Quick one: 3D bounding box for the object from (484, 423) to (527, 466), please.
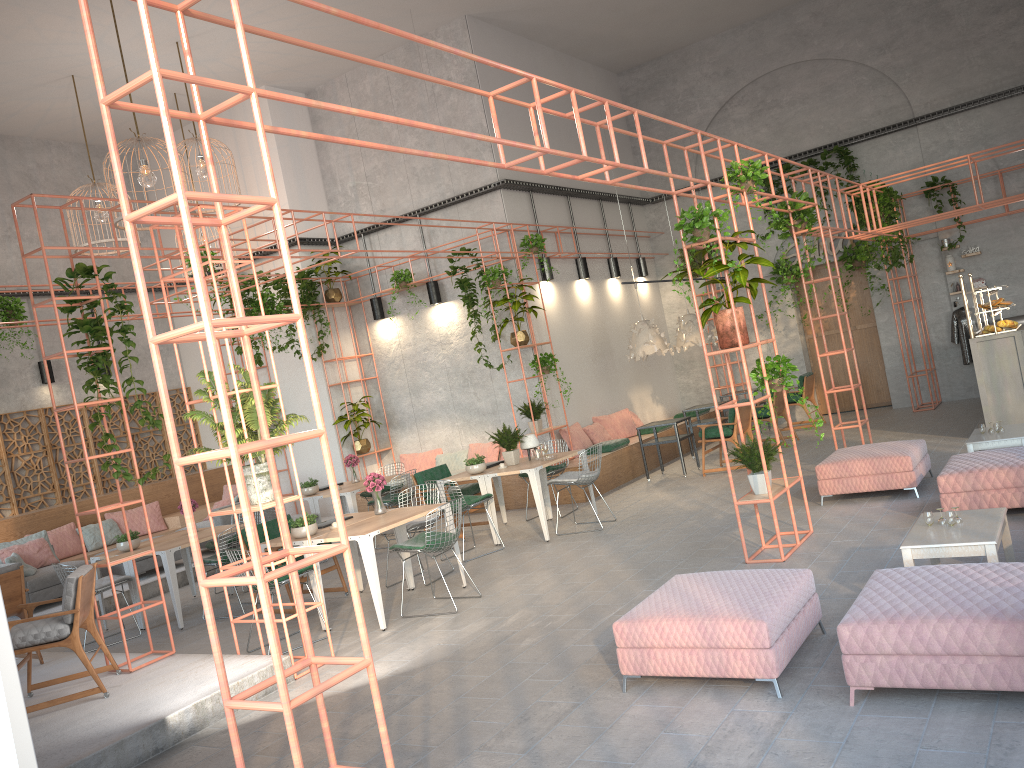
[{"bbox_3d":[-0.054,0.714,10.614,0.438,0.527,0.368,-11,1,33],"label":"object"}]

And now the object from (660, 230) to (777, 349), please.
[{"bbox_3d":[1.766,-0.775,7.333,0.924,0.946,0.923,-11,1,-1],"label":"object"}]

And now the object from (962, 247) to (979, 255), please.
[{"bbox_3d":[7.479,-2.178,14.471,0.263,0.101,0.013,-11,1,33],"label":"object"}]

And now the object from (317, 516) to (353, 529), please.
[{"bbox_3d":[-1.792,1.367,8.684,0.268,0.031,0.427,-11,1,33],"label":"object"}]

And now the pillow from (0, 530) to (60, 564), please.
[{"bbox_3d":[-6.444,2.249,11.668,0.276,0.474,0.839,-11,1,34],"label":"pillow"}]

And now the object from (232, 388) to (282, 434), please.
[{"bbox_3d":[-4.369,0.561,15.025,0.900,1.097,0.894,-12,1,-27],"label":"object"}]

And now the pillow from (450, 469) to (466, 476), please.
[{"bbox_3d":[-0.885,1.418,13.663,0.637,0.149,0.491,-11,1,34],"label":"pillow"}]

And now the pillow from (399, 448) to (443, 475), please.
[{"bbox_3d":[-1.493,1.340,14.551,0.839,0.474,0.276,-11,1,24],"label":"pillow"}]

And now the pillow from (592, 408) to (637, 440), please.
[{"bbox_3d":[1.724,0.692,14.627,0.839,0.474,0.276,-12,1,-36],"label":"pillow"}]

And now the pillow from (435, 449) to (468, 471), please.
[{"bbox_3d":[-0.969,1.288,14.180,0.666,0.385,0.289,-11,1,29],"label":"pillow"}]

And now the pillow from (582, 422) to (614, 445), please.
[{"bbox_3d":[1.372,0.816,14.107,0.289,0.385,0.666,-11,1,29],"label":"pillow"}]

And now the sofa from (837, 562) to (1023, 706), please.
[{"bbox_3d":[2.893,0.981,4.588,1.960,0.672,2.219,-11,1,34],"label":"sofa"}]

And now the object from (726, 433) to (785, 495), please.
[{"bbox_3d":[2.046,0.663,7.463,0.438,0.527,0.368,-11,1,33],"label":"object"}]

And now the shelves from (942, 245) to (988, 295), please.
[{"bbox_3d":[7.411,-1.898,14.531,0.560,0.790,0.186,-11,1,34],"label":"shelves"}]

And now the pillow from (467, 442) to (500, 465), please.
[{"bbox_3d":[-0.467,1.142,13.810,0.276,0.474,0.839,-12,1,-36],"label":"pillow"}]

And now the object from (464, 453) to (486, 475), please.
[{"bbox_3d":[-0.436,0.937,10.467,0.248,0.247,0.254,-11,1,33],"label":"object"}]

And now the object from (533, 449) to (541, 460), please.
[{"bbox_3d":[0.307,0.846,10.609,0.095,0.119,0.095,-12,1,-32],"label":"object"}]

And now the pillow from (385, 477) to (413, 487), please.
[{"bbox_3d":[-1.744,1.585,14.241,0.637,0.149,0.491,-11,1,34],"label":"pillow"}]

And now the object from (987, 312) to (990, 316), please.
[{"bbox_3d":[7.771,-1.159,14.489,0.070,0.146,0.033,-11,1,5],"label":"object"}]

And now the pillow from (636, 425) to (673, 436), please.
[{"bbox_3d":[2.372,0.747,14.886,0.491,0.149,0.637,-11,1,34],"label":"pillow"}]

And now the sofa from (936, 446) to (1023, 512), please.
[{"bbox_3d":[4.794,0.563,7.539,1.960,0.672,2.219,-11,1,34],"label":"sofa"}]

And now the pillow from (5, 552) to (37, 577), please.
[{"bbox_3d":[-6.193,2.287,11.212,0.307,0.324,0.499,-12,1,-21],"label":"pillow"}]

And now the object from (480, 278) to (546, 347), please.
[{"bbox_3d":[0.043,-1.004,12.574,0.903,0.947,0.934,-11,1,-5],"label":"object"}]

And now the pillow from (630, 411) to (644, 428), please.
[{"bbox_3d":[2.061,0.665,15.177,0.289,0.385,0.666,-11,1,29],"label":"pillow"}]

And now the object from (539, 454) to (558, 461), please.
[{"bbox_3d":[0.428,0.865,10.397,0.218,0.041,0.218,-11,1,42],"label":"object"}]

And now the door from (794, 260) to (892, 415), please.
[{"bbox_3d":[6.193,-0.899,16.447,1.360,2.729,0.551,-11,1,33],"label":"door"}]

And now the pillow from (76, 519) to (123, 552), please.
[{"bbox_3d":[-6.218,2.282,13.435,0.289,0.385,0.666,-11,1,29],"label":"pillow"}]

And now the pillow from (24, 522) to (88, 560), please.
[{"bbox_3d":[-6.606,2.320,12.885,0.276,0.474,0.839,-11,1,24],"label":"pillow"}]

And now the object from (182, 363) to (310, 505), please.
[{"bbox_3d":[-2.064,0.385,6.877,0.900,1.100,0.894,-12,1,-27],"label":"object"}]

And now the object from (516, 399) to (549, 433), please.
[{"bbox_3d":[0.293,0.441,12.717,0.438,0.527,0.368,-11,1,33],"label":"object"}]

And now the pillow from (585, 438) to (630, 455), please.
[{"bbox_3d":[1.441,0.952,13.441,0.491,0.149,0.637,-11,1,34],"label":"pillow"}]

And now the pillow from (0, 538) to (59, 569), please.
[{"bbox_3d":[-6.322,2.258,11.574,0.289,0.385,0.666,-11,1,34],"label":"pillow"}]

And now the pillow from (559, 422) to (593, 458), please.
[{"bbox_3d":[1.000,0.850,13.582,0.276,0.474,0.839,-11,1,24],"label":"pillow"}]

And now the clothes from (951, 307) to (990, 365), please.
[{"bbox_3d":[7.582,-0.796,14.578,0.625,0.997,0.366,-11,1,14],"label":"clothes"}]

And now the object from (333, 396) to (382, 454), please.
[{"bbox_3d":[-2.570,0.697,14.532,0.903,0.919,0.934,-11,1,5],"label":"object"}]

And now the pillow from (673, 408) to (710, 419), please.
[{"bbox_3d":[3.325,0.538,16.365,0.491,0.149,0.637,-11,1,34],"label":"pillow"}]

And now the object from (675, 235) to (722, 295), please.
[{"bbox_3d":[3.522,-2.245,16.713,0.894,1.101,0.900,-11,1,3],"label":"object"}]

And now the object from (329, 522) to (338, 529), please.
[{"bbox_3d":[-1.654,1.320,8.296,0.115,0.073,0.115,-11,1,28],"label":"object"}]

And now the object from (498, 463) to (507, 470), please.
[{"bbox_3d":[-0.116,0.963,10.453,0.115,0.078,0.115,-11,1,39],"label":"object"}]

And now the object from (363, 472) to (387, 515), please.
[{"bbox_3d":[-1.316,1.063,8.624,0.213,0.414,0.225,-11,1,26],"label":"object"}]

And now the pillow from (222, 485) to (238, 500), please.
[{"bbox_3d":[-4.240,1.782,13.781,0.836,0.476,0.273,-11,1,34],"label":"pillow"}]

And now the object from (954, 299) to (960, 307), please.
[{"bbox_3d":[7.375,-1.341,14.710,0.093,0.121,0.049,-11,1,36],"label":"object"}]

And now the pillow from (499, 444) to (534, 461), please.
[{"bbox_3d":[0.082,1.084,13.474,0.666,0.385,0.289,-11,1,29],"label":"pillow"}]

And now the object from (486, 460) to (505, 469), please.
[{"bbox_3d":[-0.314,1.016,11.017,0.268,0.031,0.427,-11,1,33],"label":"object"}]

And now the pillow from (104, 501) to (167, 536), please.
[{"bbox_3d":[-5.917,2.168,13.954,0.839,0.474,0.276,-12,1,-36],"label":"pillow"}]

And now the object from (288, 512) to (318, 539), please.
[{"bbox_3d":[-1.913,1.288,8.135,0.247,0.247,0.252,-11,1,33],"label":"object"}]

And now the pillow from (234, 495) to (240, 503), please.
[{"bbox_3d":[-4.131,1.812,13.329,0.308,0.349,0.495,-11,1,-7],"label":"pillow"}]

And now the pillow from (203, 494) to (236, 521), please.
[{"bbox_3d":[-4.468,1.896,13.623,0.479,0.317,0.441,-11,1,15],"label":"pillow"}]
